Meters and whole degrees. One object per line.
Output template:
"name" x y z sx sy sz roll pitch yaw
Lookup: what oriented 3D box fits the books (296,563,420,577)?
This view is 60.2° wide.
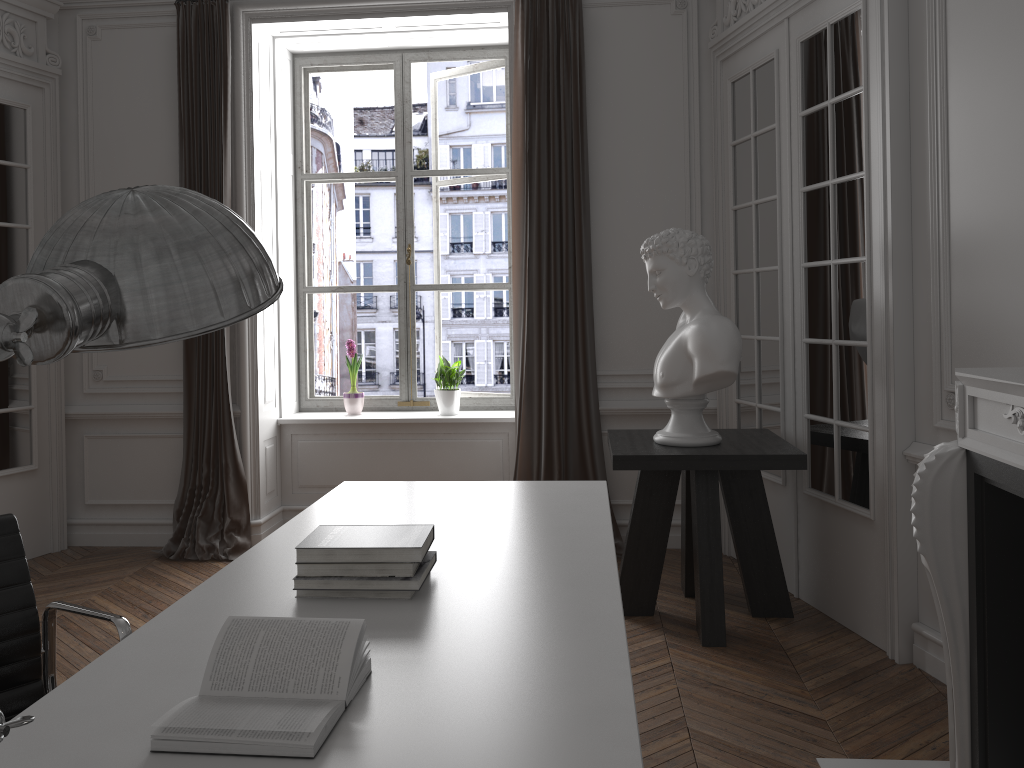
"books" -0.314 0.368 1.878 0.239 0.028 0.191 -1 5 3

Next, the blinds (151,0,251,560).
"blinds" -1.738 -0.611 4.912 0.580 3.102 0.310 -1 0 10

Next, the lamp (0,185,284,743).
"lamp" -0.350 0.180 0.671 0.269 0.699 0.489 -1 2 5

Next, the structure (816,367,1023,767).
"structure" 1.217 0.610 1.749 0.809 1.183 1.609 -1 3 5

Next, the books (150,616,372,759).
"books" -0.354 0.427 1.296 0.226 0.095 0.279 -1 4 7

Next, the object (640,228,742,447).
"object" 0.754 -0.210 3.781 0.392 0.924 0.635 -1 2 5

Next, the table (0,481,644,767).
"table" -0.231 0.815 1.705 0.900 0.748 2.629 -1 4 5

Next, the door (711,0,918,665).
"door" 1.291 -0.387 4.023 0.086 2.735 1.566 -1 1 -11

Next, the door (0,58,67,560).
"door" -2.892 -0.342 4.362 0.086 2.735 1.567 -1 1 20

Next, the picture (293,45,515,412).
"picture" -0.887 -1.007 1.973 13.201 4.802 13.270 -1 4 -3

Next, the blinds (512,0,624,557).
"blinds" 0.187 -0.629 4.719 0.777 3.101 0.342 -1 0 -1

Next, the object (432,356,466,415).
"object" -0.388 0.003 5.469 0.215 0.369 0.285 -1 2 -17

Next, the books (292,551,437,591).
"books" -0.305 0.393 1.874 0.258 0.023 0.212 -1 5 5

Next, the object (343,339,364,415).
"object" -0.996 -0.046 5.557 0.129 0.476 0.129 -1 1 -35

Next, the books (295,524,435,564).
"books" -0.306 0.338 1.876 0.258 0.032 0.192 -1 5 3

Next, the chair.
"chair" -0.974 0.759 1.494 0.667 0.923 0.695 0 2 31

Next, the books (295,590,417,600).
"books" -0.312 0.416 1.883 0.242 0.023 0.192 0 5 7

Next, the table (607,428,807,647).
"table" 0.814 0.620 3.831 0.767 0.749 0.769 -1 2 5
